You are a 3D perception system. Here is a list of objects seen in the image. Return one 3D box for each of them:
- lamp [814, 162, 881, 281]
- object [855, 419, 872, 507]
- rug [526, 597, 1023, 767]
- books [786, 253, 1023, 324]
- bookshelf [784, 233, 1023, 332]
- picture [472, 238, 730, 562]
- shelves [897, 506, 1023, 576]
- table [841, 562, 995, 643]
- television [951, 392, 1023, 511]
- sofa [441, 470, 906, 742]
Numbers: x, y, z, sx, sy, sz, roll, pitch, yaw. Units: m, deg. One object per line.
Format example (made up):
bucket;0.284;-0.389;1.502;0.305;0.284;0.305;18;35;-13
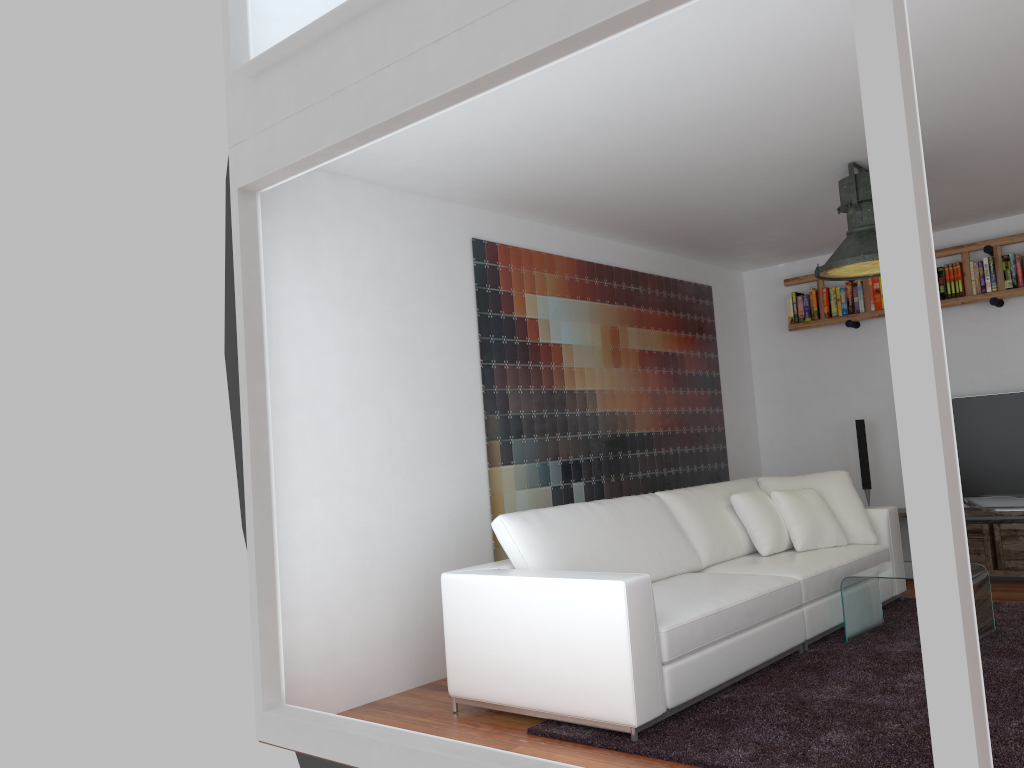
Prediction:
lamp;1.901;-0.889;4.767;0.572;0.561;0.572;0;-7;-44
object;2.641;0.609;6.639;0.089;0.687;0.089;-6;-5;26
rug;1.817;1.280;4.063;1.895;0.019;3.193;-8;-6;40
books;4.487;-1.763;5.593;5.671;1.974;0.733;-7;-5;30
bookshelf;3.374;-0.772;6.217;2.983;0.465;0.161;-8;-6;40
picture;0.761;0.262;5.936;0.007;2.136;2.770;-8;-6;40
shelves;3.465;1.073;5.980;3.473;0.506;0.414;-8;-6;40
table;2.076;1.122;4.541;0.565;0.337;0.551;-8;-6;40
television;3.426;0.452;6.034;1.230;0.786;0.298;-8;-6;40
sofa;1.064;0.972;4.718;0.987;0.842;3.086;-8;-6;40
